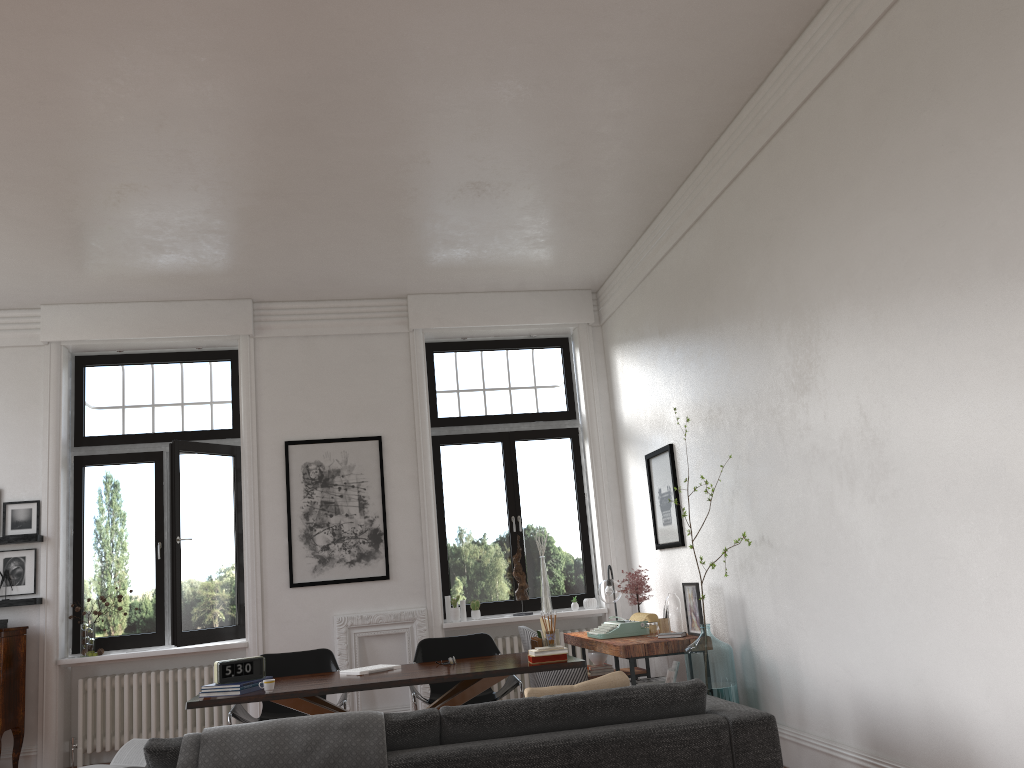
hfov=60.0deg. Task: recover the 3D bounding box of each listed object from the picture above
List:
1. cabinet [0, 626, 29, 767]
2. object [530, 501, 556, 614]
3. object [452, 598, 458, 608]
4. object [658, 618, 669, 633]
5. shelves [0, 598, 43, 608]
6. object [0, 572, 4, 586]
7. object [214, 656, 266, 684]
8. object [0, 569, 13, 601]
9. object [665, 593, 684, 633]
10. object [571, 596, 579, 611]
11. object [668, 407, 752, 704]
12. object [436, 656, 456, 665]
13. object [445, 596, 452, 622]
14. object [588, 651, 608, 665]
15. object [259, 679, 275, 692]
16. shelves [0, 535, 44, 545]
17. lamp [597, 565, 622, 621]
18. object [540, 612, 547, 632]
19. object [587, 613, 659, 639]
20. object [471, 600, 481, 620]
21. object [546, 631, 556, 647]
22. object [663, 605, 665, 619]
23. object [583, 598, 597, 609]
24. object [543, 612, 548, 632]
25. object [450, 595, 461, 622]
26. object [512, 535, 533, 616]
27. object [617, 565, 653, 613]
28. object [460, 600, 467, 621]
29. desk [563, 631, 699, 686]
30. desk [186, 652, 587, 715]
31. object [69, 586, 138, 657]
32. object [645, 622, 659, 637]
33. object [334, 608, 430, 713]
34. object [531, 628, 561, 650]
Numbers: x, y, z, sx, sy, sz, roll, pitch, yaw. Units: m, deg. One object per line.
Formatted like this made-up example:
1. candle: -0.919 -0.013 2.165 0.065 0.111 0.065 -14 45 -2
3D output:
1. cabinet: -4.554 2.577 6.894 1.266 1.213 0.643 -3 -12 -10
2. object: 0.337 1.636 8.408 0.295 1.049 0.291 -3 -11 -7
3. object: -0.522 2.096 8.229 0.051 0.212 0.051 -10 -12 24
4. object: 1.157 1.842 6.746 0.058 0.113 0.076 -3 -12 -10
5. shelves: -4.717 1.860 7.325 1.514 0.055 0.156 -3 -12 -10
6. object: -4.335 1.677 7.447 0.118 0.297 0.040 -3 -11 -10
7. object: -1.562 1.646 5.101 0.276 0.125 0.082 4 -14 -36
8. object: -4.270 1.698 7.483 0.110 0.261 0.040 -3 -11 -10
9. object: 1.197 1.697 6.543 0.112 0.301 0.112 -10 -12 26
10. object: 0.593 2.073 8.378 0.072 0.134 0.072 -8 -12 15
11. object: 1.336 1.094 5.826 0.354 2.049 0.810 1 -13 -29
12. object: -0.406 1.777 5.700 0.133 0.047 0.114 -16 -16 42
13. object: -0.591 2.092 8.238 0.051 0.237 0.051 -10 -12 24
14. object: 0.732 2.324 7.514 0.174 0.109 0.174 -11 -13 25
15. object: -1.366 1.688 4.959 0.082 0.064 0.064 -7 -12 10
16. shelves: -4.761 1.350 7.424 1.514 0.055 0.158 -3 -12 -10
17. lamp: 0.859 1.829 7.600 0.208 0.547 0.443 -7 -12 13
18. object: 0.206 1.492 5.420 0.049 0.192 0.008 -4 -11 -6
19. object: 0.848 1.893 6.969 0.484 0.148 0.537 -2 -12 -12
20. object: -0.338 2.107 8.284 0.097 0.185 0.099 -7 -12 12
21. object: 0.239 1.555 5.411 0.058 0.090 0.058 0 -12 -23
22. object: 1.161 1.797 6.772 0.054 0.206 0.008 6 -16 -44
23. object: 0.749 2.102 8.486 0.134 0.097 0.133 5 -15 -39
24. object: 0.215 1.497 5.445 0.008 0.192 0.049 5 -15 -40
25. object: -0.523 2.063 8.146 0.102 0.243 0.098 2 -13 -32
26. object: 0.073 1.801 8.355 0.165 0.750 0.143 -12 -13 31
27. object: 1.037 1.775 7.377 0.290 0.526 0.309 -13 -14 34
28. object: -0.452 2.100 8.216 0.051 0.187 0.051 -10 -12 24
29. desk: 0.945 2.329 6.856 0.647 0.754 1.806 -3 -12 -10
30. desk: -0.714 2.142 5.383 2.225 0.748 1.034 -3 -12 -10
31. object: -3.549 2.056 7.738 0.542 0.597 0.318 5 -15 -39
32. object: 1.042 1.821 6.580 0.093 0.101 0.093 -1 -12 -19
33. object: -1.121 2.543 7.781 0.830 1.058 0.234 -3 -11 -10
34. object: 0.214 1.653 5.660 0.149 0.166 0.229 -3 -12 -10
